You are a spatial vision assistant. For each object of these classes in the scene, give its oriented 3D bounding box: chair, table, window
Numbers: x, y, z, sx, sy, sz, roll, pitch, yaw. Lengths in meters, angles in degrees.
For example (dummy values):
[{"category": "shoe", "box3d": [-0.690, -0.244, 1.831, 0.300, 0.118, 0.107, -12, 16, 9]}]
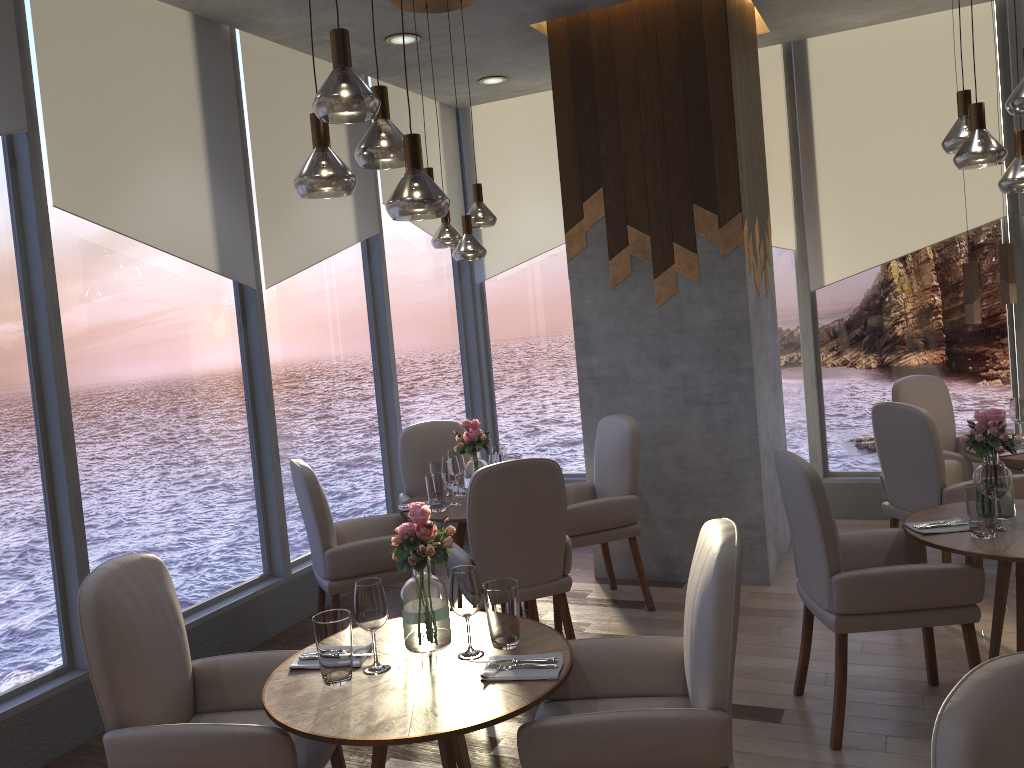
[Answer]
[{"category": "chair", "box3d": [-0.815, 0.974, 2.501, 0.599, 0.999, 0.529, -5, 3, 6]}, {"category": "chair", "box3d": [2.567, 0.456, 5.105, 0.529, 0.999, 0.600, -6, 4, -22]}, {"category": "chair", "box3d": [1.319, 0.722, 3.240, 0.599, 0.999, 0.529, -5, 3, 1]}, {"category": "table", "box3d": [2.814, 0.646, 4.571, 0.833, 0.661, 0.836, -1, 6, 45]}, {"category": "chair", "box3d": [0.374, 0.690, 4.659, 0.600, 0.999, 0.528, -6, 3, -21]}, {"category": "chair", "box3d": [-0.023, 0.788, 3.892, 0.529, 0.999, 0.600, -6, 3, -18]}, {"category": "chair", "box3d": [0.928, 0.930, 1.139, 0.529, 0.999, 0.599, -7, 4, -34]}, {"category": "chair", "box3d": [2.156, 0.553, 4.375, 0.600, 0.999, 0.529, -6, 3, -15]}, {"category": "chair", "box3d": [-0.357, 0.727, 5.004, 0.529, 0.999, 0.600, -6, 3, -17]}, {"category": "table", "box3d": [-0.220, 1.095, 2.433, 0.834, 0.661, 0.835, -6, 4, -15]}, {"category": "table", "box3d": [1.895, 0.840, 3.217, 0.834, 0.661, 0.835, -5, 4, -1]}, {"category": "window", "box3d": [1.041, -0.615, 3.326, 16.139, 3.194, 8.067, -7, 5, -20]}, {"category": "table", "box3d": [-0.127, 0.914, 4.527, 0.833, 0.661, 0.836, -4, 4, 12]}, {"category": "chair", "box3d": [-0.711, 0.820, 4.263, 0.600, 0.999, 0.528, -6, 4, -22]}, {"category": "chair", "box3d": [0.333, 0.883, 2.355, 0.599, 0.999, 0.529, -5, 3, 6]}]

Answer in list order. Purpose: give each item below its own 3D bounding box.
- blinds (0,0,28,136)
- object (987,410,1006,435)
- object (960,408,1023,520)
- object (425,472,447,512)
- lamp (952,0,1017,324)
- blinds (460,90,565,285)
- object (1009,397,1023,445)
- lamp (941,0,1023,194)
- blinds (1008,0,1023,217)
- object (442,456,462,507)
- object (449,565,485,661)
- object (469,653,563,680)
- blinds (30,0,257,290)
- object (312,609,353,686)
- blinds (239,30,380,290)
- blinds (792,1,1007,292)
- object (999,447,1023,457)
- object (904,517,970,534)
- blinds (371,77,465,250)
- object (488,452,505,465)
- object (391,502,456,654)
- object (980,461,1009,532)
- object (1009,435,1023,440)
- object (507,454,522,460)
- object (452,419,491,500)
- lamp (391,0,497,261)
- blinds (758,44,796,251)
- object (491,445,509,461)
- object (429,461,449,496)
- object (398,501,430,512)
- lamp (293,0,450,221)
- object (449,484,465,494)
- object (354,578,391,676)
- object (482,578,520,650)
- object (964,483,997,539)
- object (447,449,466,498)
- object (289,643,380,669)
[{"category": "blinds", "box3d": [-2.267, -1.920, 2.964, 0.007, 2.676, 1.176, -4, 3, 25]}, {"category": "object", "box3d": [2.578, 0.232, 4.719, 0.102, 0.178, 0.102, -7, 4, -26]}, {"category": "object", "box3d": [1.803, 0.297, 3.338, 0.198, 0.415, 0.210, -6, 3, -18]}, {"category": "object", "box3d": [-0.365, 0.529, 4.321, 0.102, 0.178, 0.102, -2, 4, 42]}, {"category": "lamp", "box3d": [2.642, -1.239, 4.469, 1.162, 1.928, 0.118, -6, 3, -20]}, {"category": "blinds", "box3d": [0.127, -2.138, 6.669, 1.172, 2.676, 0.007, -4, 3, 25]}, {"category": "object", "box3d": [2.669, 0.196, 4.662, 0.092, 0.244, 0.092, -5, 3, 3]}, {"category": "lamp", "box3d": [1.696, -1.347, 3.137, 0.439, 1.324, 0.440, -3, 4, 32]}, {"category": "blinds", "box3d": [3.543, -2.024, 5.107, 1.172, 2.676, 0.007, -4, 3, 25]}, {"category": "object", "box3d": [-0.299, 0.484, 4.404, 0.092, 0.244, 0.092, -5, 3, 6]}, {"category": "object", "box3d": [-0.124, 0.629, 2.445, 0.092, 0.244, 0.092, -6, 3, -10]}, {"category": "object", "box3d": [0.006, 0.740, 2.336, 0.255, 0.019, 0.158, -4, 5, 9]}, {"category": "blinds", "box3d": [-1.722, -1.765, 4.109, 0.007, 2.676, 1.176, -4, 3, 25]}, {"category": "object", "box3d": [-0.470, 0.701, 2.352, 0.102, 0.178, 0.102, -7, 4, -26]}, {"category": "blinds", "box3d": [-1.203, -1.904, 5.240, 0.007, 2.676, 1.176, -4, 3, 25]}, {"category": "blinds", "box3d": [2.414, -1.973, 5.631, 1.172, 2.676, 0.007, -4, 3, 25]}, {"category": "object", "box3d": [2.506, 0.337, 4.503, 0.255, 0.019, 0.157, -7, 5, -20]}, {"category": "object", "box3d": [1.604, 0.519, 3.276, 0.255, 0.019, 0.158, -5, 5, -1]}, {"category": "blinds", "box3d": [-0.701, -2.234, 6.361, 0.007, 2.676, 1.176, -4, 3, 25]}, {"category": "object", "box3d": [-0.069, 0.464, 4.392, 0.092, 0.244, 0.092, -5, 3, 6]}, {"category": "object", "box3d": [-0.249, 0.546, 2.547, 0.198, 0.415, 0.210, -5, 3, -3]}, {"category": "object", "box3d": [1.732, 0.402, 3.180, 0.092, 0.244, 0.092, -4, 3, 19]}, {"category": "object", "box3d": [2.711, 0.291, 4.830, 0.157, 0.019, 0.255, -7, 5, -22]}, {"category": "object", "box3d": [0.010, 0.466, 4.689, 0.102, 0.178, 0.102, -8, 4, -39]}, {"category": "object", "box3d": [-0.193, 0.381, 4.500, 0.210, 0.415, 0.198, -7, 4, -28]}, {"category": "lamp", "box3d": [-0.321, -1.273, 4.439, 0.439, 1.324, 0.440, -6, 3, -8]}, {"category": "blinds", "box3d": [1.258, -2.196, 6.143, 1.172, 2.676, 0.007, -4, 3, 25]}, {"category": "object", "box3d": [-0.060, 0.446, 4.601, 0.092, 0.244, 0.092, -7, 4, -35]}, {"category": "object", "box3d": [-0.377, 0.501, 4.675, 0.102, 0.178, 0.102, -3, 4, 36]}, {"category": "object", "box3d": [-0.445, 0.605, 4.467, 0.255, 0.019, 0.157, -6, 5, -14]}, {"category": "lamp", "box3d": [-0.431, -1.091, 2.350, 0.439, 1.324, 0.440, -4, 3, 27]}, {"category": "object", "box3d": [-0.239, 0.560, 4.781, 0.157, 0.019, 0.255, -7, 5, -20]}, {"category": "object", "box3d": [-0.378, 0.656, 2.403, 0.092, 0.244, 0.092, -5, 3, 11]}, {"category": "object", "box3d": [-0.025, 0.649, 2.497, 0.102, 0.178, 0.102, -8, 5, -44]}, {"category": "object", "box3d": [1.650, 0.448, 3.115, 0.102, 0.178, 0.102, -5, 3, 5]}, {"category": "object", "box3d": [-0.288, 0.465, 4.615, 0.092, 0.244, 0.092, -4, 3, 27]}, {"category": "object", "box3d": [-0.491, 0.769, 2.521, 0.255, 0.019, 0.158, -4, 5, 8]}]
